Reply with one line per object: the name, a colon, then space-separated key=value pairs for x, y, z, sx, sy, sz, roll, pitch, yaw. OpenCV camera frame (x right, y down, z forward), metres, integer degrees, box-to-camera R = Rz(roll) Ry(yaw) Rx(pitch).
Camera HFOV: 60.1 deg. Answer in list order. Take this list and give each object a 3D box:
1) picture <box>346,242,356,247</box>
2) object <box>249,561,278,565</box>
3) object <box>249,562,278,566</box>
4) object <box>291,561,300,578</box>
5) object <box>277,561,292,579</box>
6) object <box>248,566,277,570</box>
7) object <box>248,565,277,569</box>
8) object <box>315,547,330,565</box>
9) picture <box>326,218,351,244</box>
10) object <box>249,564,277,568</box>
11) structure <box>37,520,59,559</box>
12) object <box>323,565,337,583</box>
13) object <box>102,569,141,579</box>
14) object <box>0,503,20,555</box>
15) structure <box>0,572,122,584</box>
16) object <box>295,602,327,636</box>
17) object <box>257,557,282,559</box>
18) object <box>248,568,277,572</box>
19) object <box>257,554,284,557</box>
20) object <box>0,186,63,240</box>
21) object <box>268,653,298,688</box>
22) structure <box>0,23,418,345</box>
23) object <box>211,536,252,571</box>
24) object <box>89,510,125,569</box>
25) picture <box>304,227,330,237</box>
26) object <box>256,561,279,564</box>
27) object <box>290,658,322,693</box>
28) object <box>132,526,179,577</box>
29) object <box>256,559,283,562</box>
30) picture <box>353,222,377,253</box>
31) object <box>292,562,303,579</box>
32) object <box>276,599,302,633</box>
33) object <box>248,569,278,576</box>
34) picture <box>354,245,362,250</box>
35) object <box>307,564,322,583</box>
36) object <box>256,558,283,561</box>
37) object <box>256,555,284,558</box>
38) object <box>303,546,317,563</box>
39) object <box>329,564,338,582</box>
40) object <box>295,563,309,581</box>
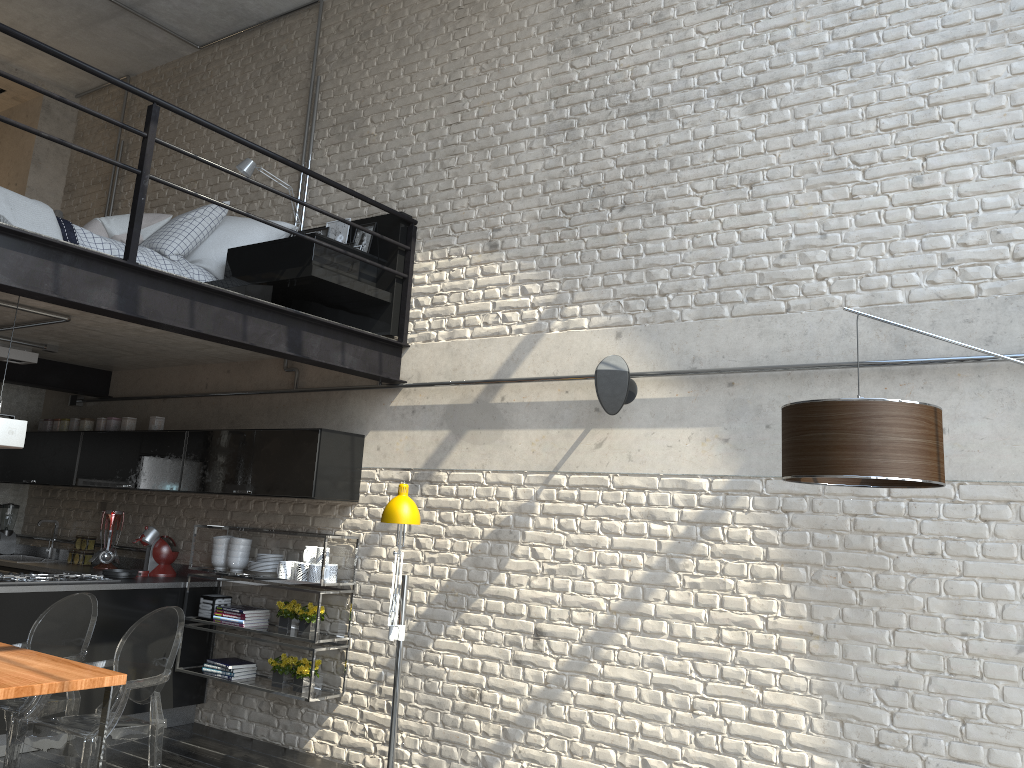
picture: x=-1.127 y=-0.882 z=5.886 sx=0.175 sy=0.122 sz=0.051 roll=-3 pitch=-13 yaw=34
object: x=-1.555 y=1.155 z=5.660 sx=0.251 sy=0.031 sz=0.248 roll=3 pitch=-9 yaw=3
object: x=-1.555 y=1.163 z=5.659 sx=0.251 sy=0.031 sz=0.248 roll=3 pitch=-9 yaw=3
object: x=-1.381 y=1.166 z=5.572 sx=0.082 sy=0.101 sz=0.107 roll=8 pitch=-11 yaw=-21
object: x=-1.412 y=1.153 z=5.496 sx=0.082 sy=0.101 sz=0.107 roll=8 pitch=-11 yaw=-21
object: x=-1.557 y=1.187 z=5.653 sx=0.251 sy=0.031 sz=0.248 roll=3 pitch=-9 yaw=3
object: x=-1.556 y=1.179 z=5.655 sx=0.251 sy=0.031 sz=0.248 roll=3 pitch=-9 yaw=3
object: x=-1.151 y=1.054 z=5.417 sx=0.083 sy=0.101 sz=0.107 roll=-1 pitch=-11 yaw=24
picture: x=-1.203 y=-0.967 z=6.010 sx=0.226 sy=0.318 sz=0.033 roll=-4 pitch=-14 yaw=34
object: x=-1.556 y=1.171 z=5.657 sx=0.251 sy=0.031 sz=0.248 roll=3 pitch=-9 yaw=3
structure: x=-3.827 y=1.269 z=7.244 sx=0.089 sy=0.315 sz=0.175 roll=-5 pitch=-14 yaw=34
object: x=-1.118 y=1.151 z=5.372 sx=0.108 sy=0.101 sz=0.082 roll=12 pitch=-14 yaw=-40
object: x=-2.604 y=1.266 z=5.886 sx=0.226 sy=0.050 sz=0.308 roll=8 pitch=-10 yaw=-26
object: x=-4.284 y=1.217 z=7.451 sx=0.161 sy=0.429 sz=0.221 roll=-5 pitch=-14 yaw=34
structure: x=-2.928 y=1.197 z=5.482 sx=0.501 sy=0.026 sz=0.804 roll=-3 pitch=-11 yaw=34
object: x=-1.221 y=1.427 z=5.382 sx=0.181 sy=0.194 sz=0.174 roll=13 pitch=-14 yaw=-42
object: x=-1.552 y=1.124 z=5.667 sx=0.170 sy=0.030 sz=0.169 roll=-4 pitch=-11 yaw=39
object: x=-1.557 y=1.195 z=5.652 sx=0.251 sy=0.031 sz=0.248 roll=3 pitch=-9 yaw=3
object: x=-1.551 y=1.106 z=5.671 sx=0.170 sy=0.030 sz=0.169 roll=-4 pitch=-11 yaw=39
object: x=-3.485 y=-0.837 z=5.185 sx=2.511 sy=0.668 sz=0.675 roll=-3 pitch=-12 yaw=35
object: x=-1.393 y=1.749 z=5.416 sx=0.181 sy=0.194 sz=0.174 roll=13 pitch=-14 yaw=-42
structure: x=-3.415 y=0.259 z=4.481 sx=3.779 sy=3.383 sz=4.736 roll=-4 pitch=-12 yaw=34
object: x=-1.878 y=1.128 z=5.909 sx=0.309 sy=0.219 sz=0.148 roll=-3 pitch=-13 yaw=31
object: x=-3.020 y=1.165 z=6.629 sx=0.209 sy=0.432 sz=0.201 roll=13 pitch=-15 yaw=-40
picture: x=-1.374 y=-0.943 z=6.102 sx=0.243 sy=0.279 sz=0.046 roll=-4 pitch=-14 yaw=34
object: x=-1.553 y=1.149 z=5.661 sx=0.170 sy=0.030 sz=0.169 roll=-4 pitch=-11 yaw=39
object: x=-1.239 y=1.743 z=5.318 sx=0.174 sy=0.194 sz=0.181 roll=10 pitch=-13 yaw=-32
object: x=-2.507 y=1.181 z=6.247 sx=0.220 sy=0.345 sz=0.346 roll=0 pitch=-11 yaw=19
object: x=-1.553 y=1.141 z=5.663 sx=0.170 sy=0.030 sz=0.169 roll=-4 pitch=-11 yaw=39
picture: x=-0.989 y=-0.947 z=5.844 sx=0.175 sy=0.252 sz=0.055 roll=-4 pitch=-14 yaw=34
object: x=-1.310 y=1.158 z=5.492 sx=0.083 sy=0.101 sz=0.107 roll=-1 pitch=-11 yaw=24
object: x=-1.379 y=1.434 z=5.487 sx=0.174 sy=0.194 sz=0.181 roll=10 pitch=-13 yaw=-32
object: x=-1.558 y=1.203 z=5.650 sx=0.251 sy=0.031 sz=0.248 roll=3 pitch=-9 yaw=3
picture: x=-1.036 y=-0.869 z=5.825 sx=0.096 sy=0.088 sz=0.030 roll=-4 pitch=-14 yaw=34
object: x=-1.183 y=1.142 z=5.341 sx=0.083 sy=0.101 sz=0.107 roll=-1 pitch=-11 yaw=24
object: x=-1.552 y=1.132 z=5.665 sx=0.170 sy=0.030 sz=0.169 roll=-4 pitch=-11 yaw=39
object: x=-1.551 y=1.115 z=5.669 sx=0.170 sy=0.030 sz=0.169 roll=-4 pitch=-11 yaw=39
object: x=-1.262 y=1.059 z=5.494 sx=0.108 sy=0.101 sz=0.082 roll=12 pitch=-14 yaw=-40
object: x=-1.122 y=1.167 z=5.473 sx=0.082 sy=0.101 sz=0.107 roll=8 pitch=-11 yaw=-21
object: x=-1.277 y=1.147 z=5.405 sx=0.082 sy=0.101 sz=0.107 roll=8 pitch=-11 yaw=-21
